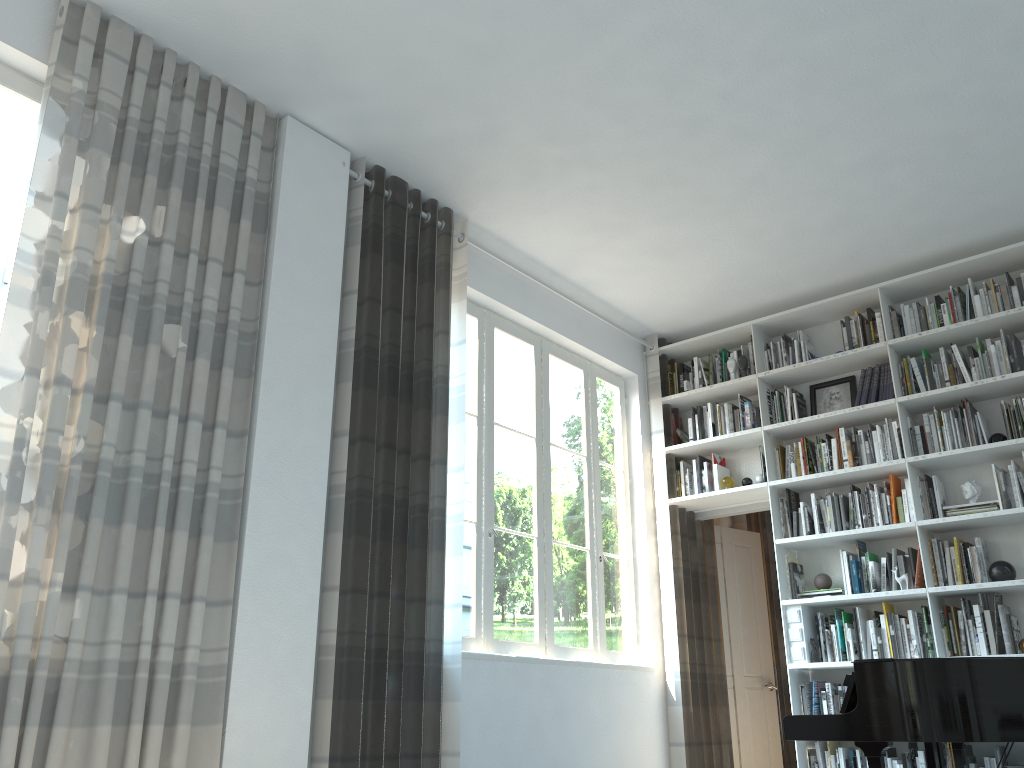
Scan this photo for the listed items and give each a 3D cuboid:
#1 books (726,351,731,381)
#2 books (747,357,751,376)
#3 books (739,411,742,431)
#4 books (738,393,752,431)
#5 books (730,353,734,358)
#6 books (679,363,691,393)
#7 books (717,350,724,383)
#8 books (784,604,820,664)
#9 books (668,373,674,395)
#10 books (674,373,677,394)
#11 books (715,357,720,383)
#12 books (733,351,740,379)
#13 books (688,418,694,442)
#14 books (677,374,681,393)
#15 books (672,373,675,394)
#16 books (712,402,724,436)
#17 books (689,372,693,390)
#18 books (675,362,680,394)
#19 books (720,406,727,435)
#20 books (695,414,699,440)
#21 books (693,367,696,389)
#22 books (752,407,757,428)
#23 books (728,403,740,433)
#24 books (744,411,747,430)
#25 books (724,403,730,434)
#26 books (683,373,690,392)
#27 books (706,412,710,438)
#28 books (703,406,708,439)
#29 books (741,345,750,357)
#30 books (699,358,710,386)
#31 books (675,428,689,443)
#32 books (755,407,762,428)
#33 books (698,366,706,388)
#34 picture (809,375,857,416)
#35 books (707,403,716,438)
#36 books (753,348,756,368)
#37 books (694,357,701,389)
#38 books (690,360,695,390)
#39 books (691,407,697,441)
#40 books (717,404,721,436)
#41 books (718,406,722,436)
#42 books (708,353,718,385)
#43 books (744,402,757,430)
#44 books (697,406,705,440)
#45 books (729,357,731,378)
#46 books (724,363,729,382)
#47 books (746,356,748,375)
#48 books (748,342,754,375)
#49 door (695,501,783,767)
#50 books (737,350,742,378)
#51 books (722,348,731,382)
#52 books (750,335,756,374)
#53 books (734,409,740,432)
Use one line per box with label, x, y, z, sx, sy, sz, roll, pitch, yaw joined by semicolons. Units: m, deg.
books;1.553;-0.080;6.204;0.013;0.274;0.158;-16;-26;37
books;1.668;-0.073;6.097;0.028;0.184;0.168;-16;-26;37
books;1.599;0.292;6.045;0.029;0.197;0.144;-16;-26;37
books;1.598;0.232;6.034;0.012;0.302;0.189;-16;-26;37
books;1.575;-0.078;6.165;0.025;0.243;0.168;-16;-26;37
books;1.269;-0.001;6.401;0.025;0.268;0.177;-16;-26;37
books;1.498;-0.080;6.244;0.014;0.303;0.146;-16;-26;37
books;1.773;1.523;5.363;0.106;0.338;0.307;-16;-26;37
books;1.188;0.047;6.454;0.014;0.218;0.188;-16;-26;37
books;1.228;0.038;6.439;0.023;0.222;0.151;-16;-26;37
books;1.490;-0.049;6.260;0.030;0.256;0.130;-16;-26;37
books;1.599;-0.085;6.160;0.021;0.252;0.179;-16;-26;37
books;1.301;0.365;6.261;0.034;0.217;0.166;-16;-26;37
books;1.253;0.041;6.406;0.024;0.194;0.167;-16;-26;37
books;1.217;0.044;6.461;0.024;0.227;0.130;-16;-26;37
books;1.454;0.284;6.154;0.037;0.290;0.156;-16;-26;37
books;1.329;0.028;6.373;0.031;0.195;0.145;-16;-26;37
books;1.237;0.002;6.431;0.014;0.285;0.175;-16;-26;37
books;1.491;0.292;6.107;0.022;0.243;0.174;-16;-26;37
books;1.343;0.342;6.216;0.023;0.227;0.172;-16;-26;37
books;1.353;0.002;6.351;0.024;0.226;0.158;-16;-26;37
books;1.675;0.269;5.983;0.029;0.195;0.146;-16;-26;37
books;1.537;0.274;6.070;0.030;0.250;0.166;-16;-26;37
books;1.625;0.287;6.011;0.031;0.182;0.151;-16;-26;37
books;1.516;0.275;6.088;0.025;0.260;0.167;-16;-26;37
books;1.290;0.032;6.371;0.028;0.185;0.182;-16;-26;37
books;1.411;0.325;6.186;0.024;0.238;0.156;-16;-26;37
books;1.392;0.308;6.211;0.028;0.287;0.133;-16;-26;37
books;1.639;-0.111;6.147;0.013;0.291;0.154;-16;-26;37
books;1.404;-0.042;6.286;0.057;0.261;0.191;-16;-26;37
books;1.248;0.405;6.308;0.122;0.175;0.129;-16;-26;37
books;1.687;0.263;5.955;0.026;0.187;0.154;-16;-26;37
books;1.382;-0.006;6.300;0.030;0.205;0.176;-16;-26;37
picture;2.081;0.112;5.739;0.301;0.298;0.077;-16;-26;37
books;1.420;0.288;6.156;0.021;0.285;0.179;-16;-26;37
books;1.712;-0.134;6.030;0.024;0.251;0.235;-16;-26;37
books;1.366;-0.033;6.338;0.028;0.282;0.190;-16;-26;37
books;1.334;-0.021;6.364;0.010;0.280;0.161;-16;-26;37
books;1.321;0.323;6.263;0.012;0.295;0.163;-16;-26;37
books;1.468;0.287;6.129;0.013;0.267;0.162;-16;-26;37
books;1.478;0.293;6.118;0.012;0.248;0.192;-16;-26;37
books;1.451;-0.058;6.271;0.039;0.281;0.182;-16;-26;37
books;1.634;0.253;5.985;0.029;0.228;0.191;-16;-26;37
books;1.358;0.310;6.209;0.023;0.281;0.186;-16;-26;37
books;1.566;-0.061;6.185;0.021;0.225;0.156;-16;-26;37
books;1.535;-0.036;6.195;0.024;0.186;0.159;-16;-26;37
books;1.650;-0.075;6.118;0.023;0.204;0.146;-16;-26;37
books;1.687;-0.126;6.099;0.022;0.285;0.175;-16;-26;37
door;1.782;1.879;6.053;0.835;1.973;0.788;-16;-26;37
books;1.616;-0.094;6.144;0.027;0.258;0.147;-16;-26;37
books;1.521;-0.087;6.241;0.029;0.313;0.129;-16;-26;37
books;1.697;-0.156;6.093;0.014;0.336;0.168;-16;-26;37
books;1.571;0.290;6.059;0.028;0.211;0.139;-16;-26;37
